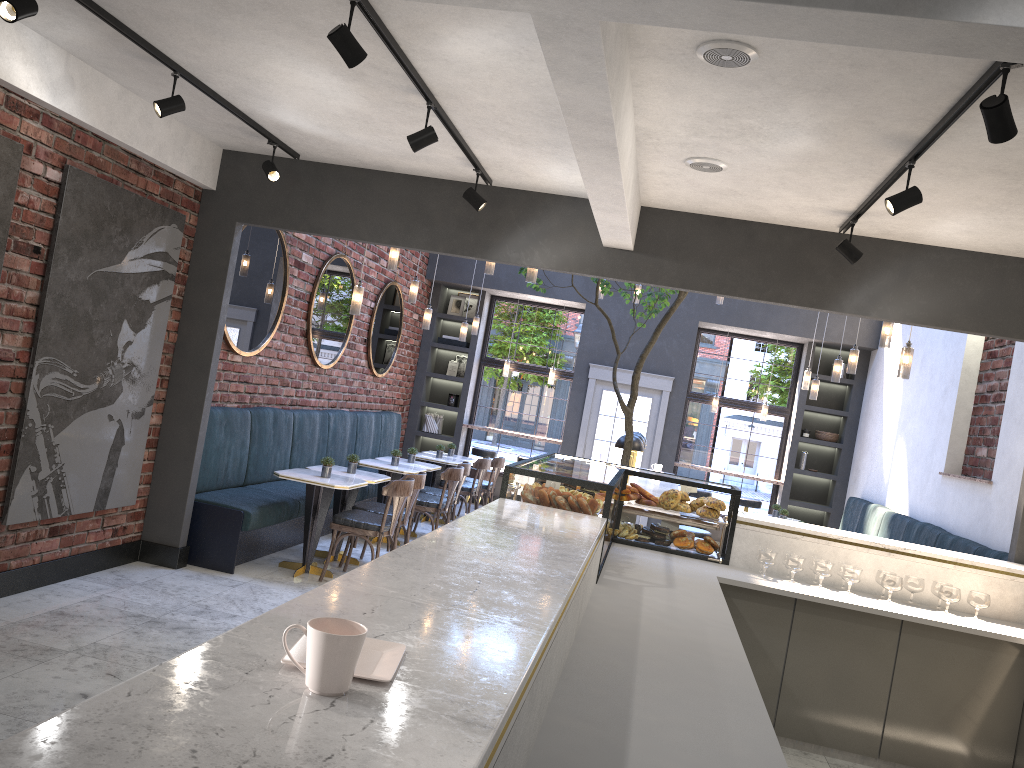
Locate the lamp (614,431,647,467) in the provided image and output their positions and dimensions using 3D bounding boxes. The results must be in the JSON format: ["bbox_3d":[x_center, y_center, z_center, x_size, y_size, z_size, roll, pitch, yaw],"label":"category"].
[{"bbox_3d":[0.207,-0.966,5.282,4.183,3.256,8.834,10,-1,-7],"label":"lamp"}]

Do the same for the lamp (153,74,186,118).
[{"bbox_3d":[-1.755,-1.476,4.564,0.157,0.238,0.087,10,0,-41],"label":"lamp"}]

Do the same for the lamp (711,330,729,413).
[{"bbox_3d":[2.867,-0.318,12.054,0.078,1.429,0.078,10,0,-28],"label":"lamp"}]

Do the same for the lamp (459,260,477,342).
[{"bbox_3d":[-0.233,-2.524,10.416,0.078,4.105,0.078,10,0,-6],"label":"lamp"}]

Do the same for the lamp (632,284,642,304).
[{"bbox_3d":[1.841,-2.996,10.670,0.078,4.105,0.078,10,0,-6],"label":"lamp"}]

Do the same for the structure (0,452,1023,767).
[{"bbox_3d":[1.233,1.242,2.756,3.204,1.300,5.807,10,-1,10],"label":"structure"}]

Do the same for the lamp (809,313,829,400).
[{"bbox_3d":[3.649,-1.851,9.713,0.078,4.105,0.078,10,0,-6],"label":"lamp"}]

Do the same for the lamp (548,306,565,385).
[{"bbox_3d":[0.664,-0.700,12.429,0.078,1.429,0.078,10,0,-28],"label":"lamp"}]

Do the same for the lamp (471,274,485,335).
[{"bbox_3d":[-0.116,-2.632,10.981,0.078,4.105,0.078,10,0,-6],"label":"lamp"}]

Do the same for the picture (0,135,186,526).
[{"bbox_3d":[-2.667,-0.225,4.731,0.033,2.027,2.822,10,-1,10],"label":"picture"}]

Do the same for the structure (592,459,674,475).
[{"bbox_3d":[1.035,1.408,8.679,0.990,1.050,3.491,10,-1,10],"label":"structure"}]

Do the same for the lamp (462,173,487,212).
[{"bbox_3d":[-0.224,-1.195,5.520,0.157,0.238,0.087,10,0,4],"label":"lamp"}]

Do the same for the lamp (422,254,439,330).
[{"bbox_3d":[-0.551,-2.594,9.273,0.078,4.105,0.078,10,0,17],"label":"lamp"}]

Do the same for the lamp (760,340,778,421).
[{"bbox_3d":[3.505,-0.207,11.945,0.078,1.429,0.078,10,0,39],"label":"lamp"}]

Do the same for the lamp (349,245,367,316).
[{"bbox_3d":[-0.851,-2.552,6.795,0.078,4.105,0.078,10,0,-6],"label":"lamp"}]

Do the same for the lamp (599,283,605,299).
[{"bbox_3d":[1.354,-2.996,10.114,0.078,4.105,0.078,10,0,-6],"label":"lamp"}]

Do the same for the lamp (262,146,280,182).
[{"bbox_3d":[-1.552,-1.423,5.743,0.088,0.235,0.157,10,0,-40],"label":"lamp"}]

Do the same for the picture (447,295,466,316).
[{"bbox_3d":[-0.806,-1.126,12.834,0.230,0.313,0.061,10,0,10],"label":"picture"}]

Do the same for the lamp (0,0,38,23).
[{"bbox_3d":[-1.931,-1.518,3.478,0.087,0.235,0.157,10,0,4],"label":"lamp"}]

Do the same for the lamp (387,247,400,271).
[{"bbox_3d":[-0.659,-2.980,7.472,0.078,4.105,0.078,10,0,-6],"label":"lamp"}]

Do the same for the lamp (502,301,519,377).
[{"bbox_3d":[0.025,-0.811,12.538,0.078,1.429,0.078,10,0,39],"label":"lamp"}]

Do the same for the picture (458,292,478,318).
[{"bbox_3d":[-0.636,-1.121,12.841,0.361,0.369,0.055,10,0,10],"label":"picture"}]

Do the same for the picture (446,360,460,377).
[{"bbox_3d":[-0.858,-0.222,12.833,0.161,0.227,0.049,10,0,10],"label":"picture"}]

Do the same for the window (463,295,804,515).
[{"bbox_3d":[0.859,-1.296,6.430,6.404,5.364,12.713,10,-1,10],"label":"window"}]

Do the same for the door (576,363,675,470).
[{"bbox_3d":[1.394,0.916,11.725,1.131,2.219,0.152,10,0,10],"label":"door"}]

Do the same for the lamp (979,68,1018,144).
[{"bbox_3d":[1.592,-0.907,2.888,0.157,0.235,0.087,10,0,-41],"label":"lamp"}]

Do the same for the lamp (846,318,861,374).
[{"bbox_3d":[3.392,-2.115,7.955,0.078,4.105,0.078,10,0,-28],"label":"lamp"}]

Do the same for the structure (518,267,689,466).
[{"bbox_3d":[1.330,-1.055,7.720,2.809,5.988,3.741,10,0,-37],"label":"structure"}]

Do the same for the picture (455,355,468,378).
[{"bbox_3d":[-0.720,-0.248,12.837,0.247,0.326,0.044,10,0,10],"label":"picture"}]

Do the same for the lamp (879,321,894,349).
[{"bbox_3d":[3.239,-2.303,6.876,0.078,4.105,0.078,10,0,-6],"label":"lamp"}]

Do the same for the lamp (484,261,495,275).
[{"bbox_3d":[0.158,-2.951,7.520,0.078,4.105,0.078,10,0,39],"label":"lamp"}]

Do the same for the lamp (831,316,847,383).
[{"bbox_3d":[3.493,-2.041,8.618,0.078,4.105,0.078,10,0,-28],"label":"lamp"}]

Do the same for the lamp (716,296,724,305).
[{"bbox_3d":[2.678,-2.920,9.949,0.078,4.105,0.078,10,0,-6],"label":"lamp"}]

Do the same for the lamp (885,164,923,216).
[{"bbox_3d":[1.760,-0.864,3.970,0.157,0.235,0.087,10,0,4],"label":"lamp"}]

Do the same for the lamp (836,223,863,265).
[{"bbox_3d":[1.966,-0.813,5.146,0.157,0.235,0.087,10,0,4],"label":"lamp"}]

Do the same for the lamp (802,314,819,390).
[{"bbox_3d":[3.780,-1.956,10.369,0.078,4.105,0.078,10,0,-6],"label":"lamp"}]

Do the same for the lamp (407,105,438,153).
[{"bbox_3d":[-0.430,-1.246,4.343,0.157,0.238,0.087,10,0,4],"label":"lamp"}]

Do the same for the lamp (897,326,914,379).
[{"bbox_3d":[3.078,-2.060,6.185,0.078,4.105,0.078,10,0,-6],"label":"lamp"}]

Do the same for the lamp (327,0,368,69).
[{"bbox_3d":[-0.597,-1.289,3.261,0.157,0.238,0.087,10,0,-41],"label":"lamp"}]

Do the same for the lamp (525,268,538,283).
[{"bbox_3d":[0.492,-2.776,6.581,0.078,4.105,0.078,10,0,39],"label":"lamp"}]

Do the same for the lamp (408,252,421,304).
[{"bbox_3d":[-0.622,-2.811,8.639,0.078,4.105,0.078,10,0,17],"label":"lamp"}]
